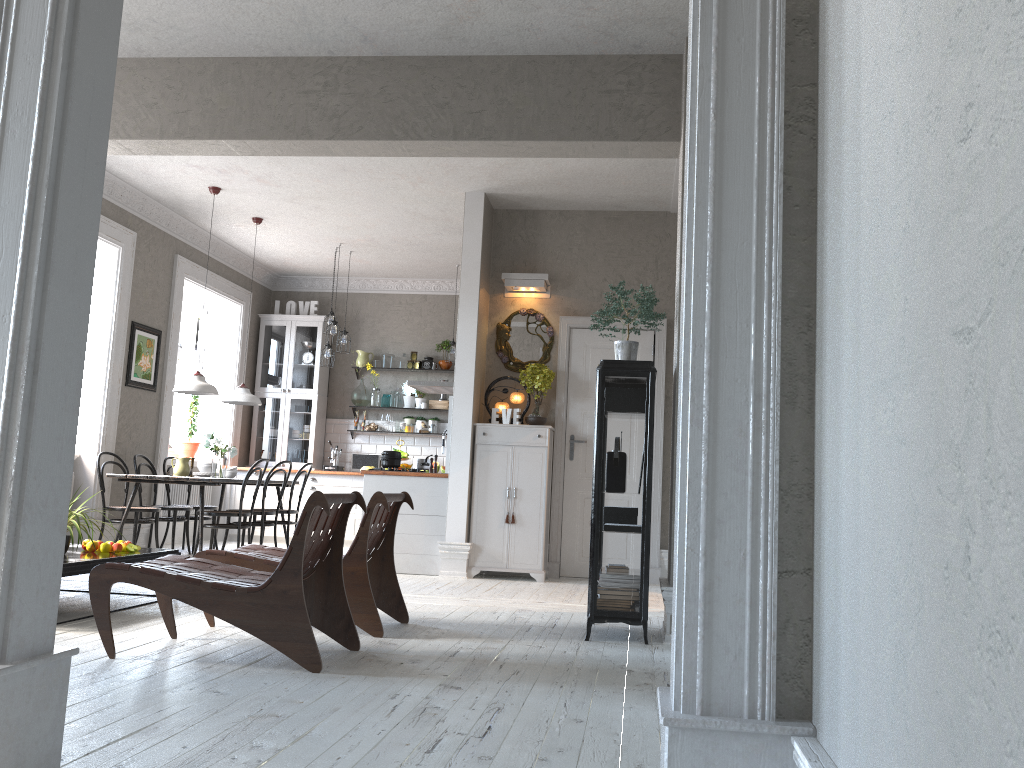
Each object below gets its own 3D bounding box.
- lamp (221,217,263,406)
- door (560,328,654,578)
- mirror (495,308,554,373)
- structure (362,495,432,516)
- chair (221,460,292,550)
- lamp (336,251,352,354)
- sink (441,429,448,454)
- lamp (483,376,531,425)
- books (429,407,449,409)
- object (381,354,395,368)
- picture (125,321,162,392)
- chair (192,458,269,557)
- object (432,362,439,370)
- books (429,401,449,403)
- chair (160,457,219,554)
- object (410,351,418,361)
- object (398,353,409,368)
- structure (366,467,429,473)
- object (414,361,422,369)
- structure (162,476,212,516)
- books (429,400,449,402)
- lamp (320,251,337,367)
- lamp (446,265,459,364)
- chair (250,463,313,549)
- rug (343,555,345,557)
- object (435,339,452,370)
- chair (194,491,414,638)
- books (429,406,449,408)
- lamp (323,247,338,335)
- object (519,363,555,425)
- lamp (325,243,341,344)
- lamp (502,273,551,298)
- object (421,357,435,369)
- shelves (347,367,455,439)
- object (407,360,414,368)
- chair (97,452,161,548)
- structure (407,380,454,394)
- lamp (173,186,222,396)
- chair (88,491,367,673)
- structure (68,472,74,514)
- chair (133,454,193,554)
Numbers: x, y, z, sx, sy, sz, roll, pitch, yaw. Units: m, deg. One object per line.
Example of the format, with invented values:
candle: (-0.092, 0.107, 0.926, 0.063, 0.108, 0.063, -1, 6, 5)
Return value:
lamp: (-2.580, -0.728, 8.708, 0.375, 1.859, 0.383, 1, -7, 15)
door: (0.841, 0.596, 7.767, 0.748, 2.183, 0.080, 2, -7, 6)
mirror: (0.111, -0.396, 7.960, 0.530, 0.593, 0.071, 2, -7, 6)
structure: (-0.967, 1.135, 7.883, 0.615, 0.623, 0.625, 2, -7, 7)
chair: (-2.328, 1.149, 8.079, 0.544, 0.921, 0.442, 1, -7, 14)
lamp: (-1.821, -1.207, 9.875, 0.147, 1.735, 0.146, 4, -7, -6)
sink: (-0.737, 0.765, 8.567, 0.526, 0.720, 0.488, 2, -7, 7)
lamp: (-0.045, 0.208, 7.770, 0.445, 0.558, 0.173, 1, -7, 14)
books: (-0.879, 0.303, 10.930, 0.259, 0.011, 0.159, 1, -7, 13)
object: (-1.549, -0.275, 11.044, 0.176, 0.184, 0.168, 9, -9, -43)
picture: (-3.547, -0.255, 8.548, 0.020, 0.620, 0.523, 2, -7, 8)
chair: (-2.400, 1.084, 7.551, 0.547, 0.921, 0.439, 2, -7, 5)
object: (-0.945, -0.219, 10.915, 0.093, 0.096, 0.075, 2, -7, 8)
books: (-0.875, 0.228, 10.939, 0.258, 0.016, 0.159, 1, -7, 16)
chair: (-3.157, 1.183, 8.692, 0.542, 0.921, 0.443, 0, -7, 19)
object: (-1.218, -0.343, 10.999, 0.083, 0.113, 0.082, 4, -7, -13)
object: (-1.358, -0.275, 11.121, 0.143, 0.220, 0.137, 7, -8, -33)
structure: (-0.974, 0.774, 7.933, 0.494, 0.031, 0.608, 2, -7, 7)
object: (-1.170, -0.229, 10.989, 0.082, 0.113, 0.084, 1, -7, 17)
structure: (-3.601, 1.216, 9.670, 0.148, 0.428, 1.227, 2, -7, 6)
books: (-0.875, 0.218, 10.940, 0.259, 0.011, 0.159, 1, -7, 13)
lamp: (-2.001, -1.054, 9.879, 0.149, 1.735, 0.144, 6, -7, -26)
lamp: (-0.646, -1.105, 10.271, 0.143, 1.735, 0.150, -3, -9, 39)
chair: (-2.241, 1.208, 8.555, 0.547, 0.921, 0.439, 2, -7, 5)
rug: (-1.571, 1.671, 8.377, 0.732, 0.014, 1.295, 2, -7, 8)
object: (-0.810, -0.358, 10.971, 0.256, 0.397, 0.245, -1, -8, 32)
chair: (-1.085, 0.912, 4.700, 1.012, 0.721, 0.510, 2, -7, 6)
books: (-0.879, 0.292, 10.931, 0.257, 0.016, 0.160, 0, -7, 19)
lamp: (-1.941, -1.408, 9.755, 0.147, 1.735, 0.146, 4, -7, -6)
object: (0.226, 0.094, 7.676, 0.291, 0.553, 0.347, -3, -9, 41)
lamp: (-1.875, -1.295, 9.573, 0.150, 1.735, 0.144, 8, -8, -36)
lamp: (0.127, -0.882, 7.936, 0.414, 0.171, 0.220, 2, -7, 7)
object: (-1.039, -0.249, 11.029, 0.141, 0.174, 0.143, 2, -7, 7)
shelves: (-1.345, 0.277, 10.975, 1.310, 0.923, 0.229, 2, -7, 6)
object: (-1.256, -0.231, 11.002, 0.082, 0.113, 0.083, 2, -7, 7)
chair: (-3.319, 1.056, 7.664, 0.544, 0.921, 0.442, 1, -7, 14)
structure: (-0.597, -0.722, 9.141, 0.709, 1.596, 0.715, 2, -7, 7)
lamp: (-2.708, -0.836, 7.825, 0.371, 1.859, 0.387, -4, -9, 44)
chair: (-1.207, 0.808, 3.854, 1.012, 0.721, 0.510, 2, -7, 6)
structure: (-3.961, 0.908, 7.167, 0.148, 0.428, 1.227, 2, -7, 6)
chair: (-3.244, 1.123, 8.213, 0.547, 0.921, 0.439, 2, -7, 5)
